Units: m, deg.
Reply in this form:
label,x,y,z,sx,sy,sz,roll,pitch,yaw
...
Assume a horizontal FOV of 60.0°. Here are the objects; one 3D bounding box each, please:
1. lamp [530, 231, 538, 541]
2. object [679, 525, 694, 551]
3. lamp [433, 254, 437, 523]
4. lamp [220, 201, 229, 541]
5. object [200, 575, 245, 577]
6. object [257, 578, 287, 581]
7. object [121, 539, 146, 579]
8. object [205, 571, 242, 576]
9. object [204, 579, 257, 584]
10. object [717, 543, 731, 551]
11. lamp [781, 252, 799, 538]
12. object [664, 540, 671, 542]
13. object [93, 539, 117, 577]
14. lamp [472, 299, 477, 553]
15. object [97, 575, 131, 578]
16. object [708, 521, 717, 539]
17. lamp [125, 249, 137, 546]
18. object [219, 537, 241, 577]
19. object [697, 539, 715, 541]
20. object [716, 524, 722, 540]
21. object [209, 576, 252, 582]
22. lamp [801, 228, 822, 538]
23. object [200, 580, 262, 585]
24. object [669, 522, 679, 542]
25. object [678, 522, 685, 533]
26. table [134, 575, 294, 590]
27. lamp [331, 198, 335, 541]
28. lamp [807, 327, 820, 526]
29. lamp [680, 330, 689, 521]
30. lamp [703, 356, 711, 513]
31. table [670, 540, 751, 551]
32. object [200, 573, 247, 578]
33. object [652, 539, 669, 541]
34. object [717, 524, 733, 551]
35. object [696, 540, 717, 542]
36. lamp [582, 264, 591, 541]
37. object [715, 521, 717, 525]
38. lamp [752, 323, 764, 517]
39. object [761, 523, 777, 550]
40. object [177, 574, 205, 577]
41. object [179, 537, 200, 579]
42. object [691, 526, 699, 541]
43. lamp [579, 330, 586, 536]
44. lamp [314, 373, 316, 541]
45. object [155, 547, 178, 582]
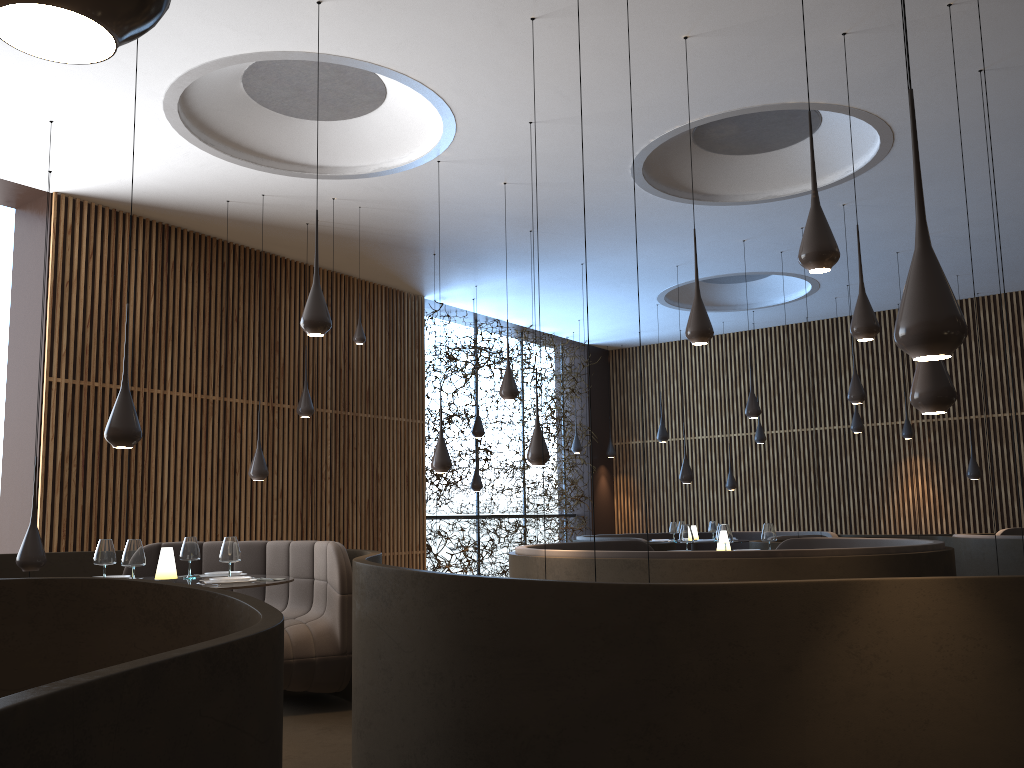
label,x,y,z,sx,sy,sz,roll,pitch,yaw
lamp,0.283,1.287,10.134,0.196,6.255,0.196,0,-7,-9
object,1.689,1.510,8.579,0.142,0.294,0.142,-1,-8,3
lamp,-0.935,1.441,10.985,0.196,6.255,0.196,-2,-7,11
lamp,-2.940,1.171,8.971,0.196,6.255,0.196,-8,-10,43
object,-2.095,1.396,6.451,0.411,0.012,0.205,-5,-9,23
object,-1.669,1.328,6.018,0.262,0.017,0.127,-6,-10,28
object,-2.403,1.137,5.628,0.142,0.294,0.142,-6,-9,33
object,-2.100,1.386,6.454,0.263,0.029,0.264,-1,-9,1
object,-1.831,1.285,5.765,0.332,0.014,0.333,-2,-9,6
object,2.008,1.510,8.416,0.144,0.231,0.142,5,-10,-38
lamp,3.574,1.382,11.164,0.196,6.255,0.196,1,-8,-19
object,2.239,2.368,13.350,0.332,0.014,0.332,-7,-10,33
object,-2.737,1.194,5.961,0.142,0.294,0.142,-2,-8,9
lamp,-0.541,1.793,13.333,0.196,6.255,0.196,3,-8,-29
object,-2.795,1.355,6.168,0.263,0.029,0.264,-2,-9,4
object,2.969,2.177,13.097,0.142,0.294,0.142,-5,-9,28
lamp,-3.673,1.770,8.406,0.196,6.255,0.196,-2,-7,11
object,-1.908,1.184,6.001,0.142,0.294,0.142,-7,-10,38
object,2.826,2.278,12.900,0.263,0.029,0.263,-9,-11,41
object,2.099,1.538,8.817,0.142,0.294,0.142,4,-9,-33
object,-1.831,1.275,5.766,0.263,0.029,0.264,-3,-9,13
lamp,3.529,1.237,10.210,0.196,6.255,0.196,1,-8,-19
object,-1.832,1.285,5.760,0.204,0.012,0.412,-5,-10,24
object,2.414,2.207,13.219,0.142,0.294,0.142,-5,-9,30
object,2.646,2.290,13.790,0.142,0.294,0.142,-7,-9,36
table,-2.314,1.839,5.891,1.674,1.020,1.676,-5,-9,27
lamp,-1.822,1.148,8.959,0.196,6.255,0.196,2,-8,-26
lamp,5.198,1.947,15.061,0.196,6.255,0.196,3,-8,-29
lamp,3.156,2.117,15.910,0.196,6.255,0.196,-4,-8,21
lamp,3.433,2.028,15.363,0.196,6.255,0.196,5,-9,-39
table,2.772,2.887,13.373,1.672,1.020,1.678,-1,-8,-3
object,-2.099,1.395,6.453,0.332,0.014,0.332,-6,-10,27
object,2.239,2.359,13.352,0.263,0.029,0.264,2,-9,-18
object,1.927,1.418,8.011,0.142,0.294,0.142,-1,-8,-3
object,2.826,2.288,12.899,0.332,0.014,0.333,-5,-9,22
lamp,1.003,1.488,11.537,0.196,6.255,0.196,0,-7,-9
object,3.105,2.263,13.675,0.142,0.294,0.142,0,-8,-11
lamp,4.368,2.022,15.444,0.196,6.255,0.196,5,-9,-39
object,2.410,1.455,8.310,0.142,0.294,0.142,-2,-8,7
object,-2.360,1.431,6.604,0.126,0.017,0.262,-5,-10,27
object,-2.321,1.252,6.388,0.142,0.294,0.142,-2,-8,3
object,2.760,2.266,13.451,0.142,0.231,0.145,-3,-8,16
lamp,1.217,2.001,14.909,0.196,6.255,0.196,3,-8,-29
lamp,-2.144,1.257,9.630,0.196,6.255,0.196,-8,-10,43
object,-2.326,1.218,5.970,0.142,0.231,0.145,4,-9,-33
